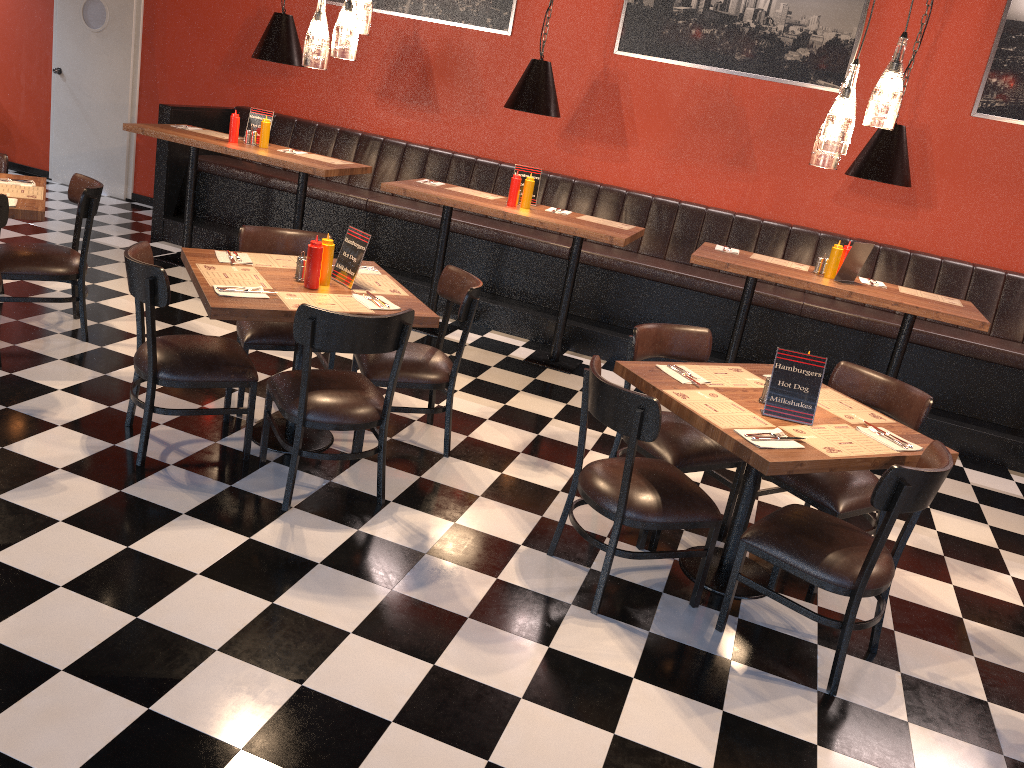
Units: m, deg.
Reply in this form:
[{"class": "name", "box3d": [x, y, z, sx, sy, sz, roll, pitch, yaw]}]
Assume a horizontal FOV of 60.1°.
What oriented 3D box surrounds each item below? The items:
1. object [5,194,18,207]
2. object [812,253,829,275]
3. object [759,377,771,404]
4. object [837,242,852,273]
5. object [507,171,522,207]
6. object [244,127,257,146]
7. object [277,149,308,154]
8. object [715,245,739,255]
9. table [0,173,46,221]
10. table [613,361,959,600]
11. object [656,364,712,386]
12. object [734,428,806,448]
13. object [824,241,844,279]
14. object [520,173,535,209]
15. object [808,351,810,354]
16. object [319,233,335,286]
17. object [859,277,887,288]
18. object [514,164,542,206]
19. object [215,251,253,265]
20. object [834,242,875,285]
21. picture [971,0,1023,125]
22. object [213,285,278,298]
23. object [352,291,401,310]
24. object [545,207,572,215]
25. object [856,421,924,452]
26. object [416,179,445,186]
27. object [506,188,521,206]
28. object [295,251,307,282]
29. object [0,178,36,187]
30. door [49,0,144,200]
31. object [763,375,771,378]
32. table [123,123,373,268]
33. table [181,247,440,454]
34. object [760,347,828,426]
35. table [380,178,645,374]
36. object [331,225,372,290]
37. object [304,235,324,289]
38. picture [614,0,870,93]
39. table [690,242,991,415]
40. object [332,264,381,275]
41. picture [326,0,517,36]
[{"class": "object", "box3d": [-2.578, -0.928, 4.456, 0.157, 0.019, 0.258, 1, 21, -27]}, {"class": "object", "box3d": [1.937, -0.750, 5.526, 0.093, 0.134, 0.047, 5, 18, -18]}, {"class": "object", "box3d": [1.040, 0.018, 3.504, 0.094, 0.134, 0.047, 12, 17, 6]}, {"class": "object", "box3d": [2.057, -0.766, 5.477, 0.068, 0.235, 0.068, 14, 17, 10]}, {"class": "object", "box3d": [0.019, -1.314, 5.956, 0.068, 0.235, 0.068, 23, 20, 34]}, {"class": "object", "box3d": [-1.943, -1.850, 6.603, 0.094, 0.134, 0.047, 13, 17, 7]}, {"class": "object", "box3d": [-1.650, -1.742, 6.626, 0.158, 0.019, 0.257, 15, 19, 12]}, {"class": "object", "box3d": [1.410, -0.882, 5.801, 0.158, 0.019, 0.257, 15, 19, 12]}, {"class": "table", "box3d": [-3.032, -0.682, 4.713, 0.956, 0.764, 0.972, 1, 20, -28]}, {"class": "table", "box3d": [0.997, 0.442, 3.648, 0.959, 0.764, 0.969, 1, 20, -28]}, {"class": "object", "box3d": [0.723, -0.037, 3.671, 0.157, 0.019, 0.258, 1, 21, -26]}, {"class": "object", "box3d": [0.926, 0.187, 3.131, 0.255, 0.019, 0.159, 2, 21, -25]}, {"class": "object", "box3d": [1.977, -0.764, 5.429, 0.068, 0.235, 0.068, 12, 17, 5]}, {"class": "object", "box3d": [0.109, -1.304, 5.976, 0.068, 0.235, 0.068, 18, 18, 24]}, {"class": "object", "box3d": [1.146, -0.018, 3.507, 0.068, 0.235, 0.068, 17, 18, 20]}, {"class": "object", "box3d": [-0.845, -0.567, 4.012, 0.068, 0.235, 0.068, 17, 18, 20]}, {"class": "object", "box3d": [2.268, -0.638, 5.561, 0.158, 0.019, 0.257, 15, 19, 12]}, {"class": "object", "box3d": [0.096, -1.384, 6.172, 0.188, 0.254, 0.073, 9, 17, -5]}, {"class": "object", "box3d": [-1.310, -0.596, 4.183, 0.157, 0.019, 0.258, 1, 21, -25]}, {"class": "object", "box3d": [2.078, -0.738, 5.380, 0.188, 0.254, 0.073, 0, 20, -32]}, {"class": "picture", "box3d": [4.169, -2.109, 5.938, 1.775, 0.928, 0.023, 16, 17, 15]}, {"class": "object", "box3d": [-1.109, -0.390, 3.697, 0.255, 0.019, 0.159, 0, 21, -28]}, {"class": "object", "box3d": [-0.609, -0.372, 3.916, 0.157, 0.019, 0.258, -3, 23, -34]}, {"class": "object", "box3d": [0.319, -1.197, 6.120, 0.158, 0.019, 0.257, 15, 19, 12]}, {"class": "object", "box3d": [1.422, 0.195, 3.380, 0.157, 0.019, 0.258, 0, 21, -28]}, {"class": "object", "box3d": [-0.588, -1.448, 6.352, 0.158, 0.019, 0.257, 15, 19, 12]}, {"class": "object", "box3d": [0.017, -1.296, 6.064, 0.094, 0.134, 0.047, 12, 17, 6]}, {"class": "object", "box3d": [-0.956, -0.537, 4.027, 0.046, 0.134, 0.095, 3, 19, -23]}, {"class": "object", "box3d": [-2.793, -1.130, 4.926, 0.255, 0.019, 0.159, -2, 22, -33]}, {"class": "door", "box3d": [-4.063, -2.960, 8.595, 1.029, 2.153, 0.163, 16, 17, 15]}, {"class": "object", "box3d": [1.211, -0.019, 3.886, 0.255, 0.019, 0.159, -3, 23, -34]}, {"class": "table", "box3d": [-2.038, -1.310, 6.726, 1.697, 0.988, 0.702, 16, 18, 15]}, {"class": "table", "box3d": [-1.014, -0.112, 4.158, 0.959, 0.764, 0.969, 1, 20, -28]}, {"class": "object", "box3d": [1.070, 0.011, 3.352, 0.188, 0.254, 0.073, 13, 17, 6]}, {"class": "table", "box3d": [-0.065, -0.747, 6.168, 1.697, 0.988, 0.702, 16, 18, 15]}, {"class": "object", "box3d": [-0.746, -0.585, 4.092, 0.072, 0.254, 0.190, -5, 23, -42]}, {"class": "object", "box3d": [-0.877, -0.543, 3.927, 0.068, 0.235, 0.068, 17, 18, 20]}, {"class": "picture", "box3d": [1.711, -2.810, 6.633, 1.775, 0.928, 0.023, 16, 17, 15]}, {"class": "table", "box3d": [1.899, -0.186, 5.613, 1.697, 0.988, 0.702, 16, 18, 15]}, {"class": "object", "box3d": [-0.786, -0.577, 4.414, 0.255, 0.019, 0.159, 1, 21, -26]}, {"class": "picture", "box3d": [-0.748, -3.512, 7.328, 1.775, 0.928, 0.023, 16, 17, 15]}]
